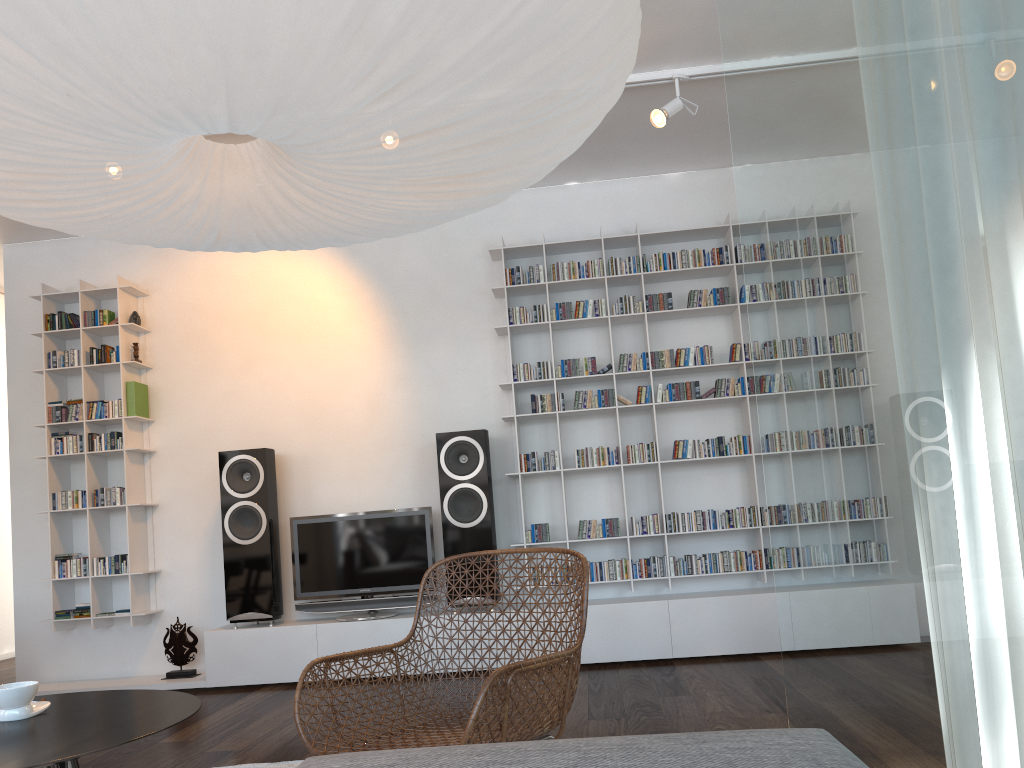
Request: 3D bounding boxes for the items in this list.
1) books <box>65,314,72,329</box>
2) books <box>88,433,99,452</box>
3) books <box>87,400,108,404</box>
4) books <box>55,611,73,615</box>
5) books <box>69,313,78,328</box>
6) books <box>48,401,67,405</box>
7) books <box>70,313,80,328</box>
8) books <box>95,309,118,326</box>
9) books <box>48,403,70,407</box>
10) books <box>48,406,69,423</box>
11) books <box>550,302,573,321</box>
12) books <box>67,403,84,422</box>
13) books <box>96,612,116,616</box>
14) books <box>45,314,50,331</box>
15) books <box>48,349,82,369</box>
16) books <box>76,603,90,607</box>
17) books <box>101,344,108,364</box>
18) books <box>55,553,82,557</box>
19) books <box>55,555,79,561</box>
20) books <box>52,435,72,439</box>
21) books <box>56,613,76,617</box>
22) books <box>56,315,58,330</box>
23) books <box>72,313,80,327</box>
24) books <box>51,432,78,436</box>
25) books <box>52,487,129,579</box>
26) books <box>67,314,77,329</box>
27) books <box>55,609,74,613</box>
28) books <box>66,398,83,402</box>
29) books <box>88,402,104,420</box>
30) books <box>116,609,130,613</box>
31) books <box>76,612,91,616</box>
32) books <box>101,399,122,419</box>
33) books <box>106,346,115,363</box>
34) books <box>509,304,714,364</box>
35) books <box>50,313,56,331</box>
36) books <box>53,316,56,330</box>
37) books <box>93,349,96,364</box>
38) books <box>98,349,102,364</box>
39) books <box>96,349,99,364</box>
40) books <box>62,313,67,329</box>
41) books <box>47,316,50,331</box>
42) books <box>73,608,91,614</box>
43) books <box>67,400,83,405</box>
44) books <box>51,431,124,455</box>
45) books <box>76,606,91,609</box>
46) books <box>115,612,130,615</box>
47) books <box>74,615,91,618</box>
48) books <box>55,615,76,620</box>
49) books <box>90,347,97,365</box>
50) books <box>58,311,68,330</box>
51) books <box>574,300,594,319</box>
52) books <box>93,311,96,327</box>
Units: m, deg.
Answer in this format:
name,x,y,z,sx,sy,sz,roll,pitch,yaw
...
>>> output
name,x,y,z,sx,sy,sz,roll,pitch,yaw
books,-2.653,-0.365,5.310,0.028,0.092,0.070,-5,-6,4
books,-2.485,0.351,5.257,0.029,0.115,0.075,-5,-6,4
books,-2.463,0.108,5.266,0.107,0.008,0.069,-5,-9,4
books,-2.610,1.338,5.177,0.092,0.015,0.070,-5,-9,4
books,-2.613,-0.372,5.307,0.057,0.098,0.069,-5,-6,4
books,-2.708,0.116,5.288,0.093,0.013,0.070,-6,-9,10
books,-2.604,-0.372,5.307,0.057,0.098,0.069,-5,-6,4
books,-2.406,-0.389,5.319,0.160,0.109,0.102,-5,-7,5
books,-2.710,0.131,5.290,0.092,0.013,0.070,-5,-9,4
books,-2.701,0.189,5.291,0.101,0.103,0.096,-5,-7,4
books,0.284,-0.405,5.074,0.132,0.103,0.100,-5,-7,3
books,-2.580,0.176,5.281,0.114,0.107,0.096,-5,-7,4
books,-2.364,1.350,5.191,0.111,0.012,0.094,-5,-9,4
books,-2.781,-0.361,5.323,0.016,0.106,0.069,-5,-6,4
books,-2.658,-0.144,5.322,0.222,0.112,0.109,-5,-7,5
books,-2.488,1.290,5.172,0.092,0.013,0.070,-5,-9,4
books,-2.419,-0.171,5.276,0.029,0.115,0.075,-5,-6,4
books,-2.624,1.012,5.239,0.111,0.012,0.094,-5,-9,4
books,-2.625,1.027,5.221,0.107,0.023,0.069,-5,-8,4
books,-2.678,0.320,5.300,0.111,0.012,0.094,-5,-9,4
books,-2.607,1.351,5.177,0.092,0.013,0.070,-5,-9,4
books,-2.715,-0.360,5.316,0.014,0.091,0.070,-5,-6,4
books,-2.595,-0.373,5.306,0.057,0.098,0.069,-5,-6,4
books,-2.682,0.305,5.305,0.111,0.022,0.096,-5,-9,4
books,-2.465,0.876,5.229,0.470,0.507,0.123,-5,-5,5
books,-2.630,-0.367,5.307,0.046,0.090,0.070,-5,-6,4
books,-2.605,1.328,5.179,0.107,0.009,0.069,-5,-9,4
books,-2.583,0.100,5.280,0.112,0.014,0.094,-5,-9,4
books,-2.465,0.166,5.268,0.088,0.107,0.096,-5,-7,4
books,-2.249,1.323,5.157,0.093,0.013,0.070,-6,-9,10
books,-2.484,1.340,5.167,0.092,0.013,0.070,-5,-9,4
books,-2.355,0.154,5.270,0.137,0.112,0.123,-5,-7,4
books,-2.395,-0.169,5.275,0.016,0.106,0.069,-5,-6,4
books,0.558,-0.266,5.040,1.124,0.428,0.102,-5,-5,5
books,-2.749,-0.364,5.316,0.023,0.106,0.069,-5,-6,4
books,-2.729,-0.358,5.316,0.014,0.091,0.070,-5,-6,4
books,-2.472,-0.154,5.279,0.014,0.091,0.070,-5,-6,4
books,-2.442,-0.158,5.275,0.020,0.092,0.070,-5,-6,4
books,-2.459,-0.155,5.277,0.014,0.091,0.070,-5,-6,4
books,-2.672,-0.368,5.311,0.019,0.098,0.075,-5,-6,4
books,-2.766,-0.355,5.319,0.014,0.091,0.070,-5,-6,4
books,-2.493,1.323,5.167,0.107,0.023,0.069,-5,-8,4
books,-2.583,0.113,5.270,0.107,0.017,0.069,-5,-9,4
books,-2.503,0.357,5.276,0.468,0.112,0.123,-5,-7,5
books,-2.487,1.304,5.170,0.092,0.013,0.070,-5,-9,4
books,-2.251,1.337,5.159,0.092,0.013,0.070,-5,-9,4
books,-2.490,1.357,5.169,0.107,0.016,0.069,-5,-9,4
books,-2.606,1.365,5.175,0.098,0.015,0.075,-5,-9,4
books,-2.491,-0.161,5.278,0.023,0.106,0.069,-5,-6,4
books,-2.696,-0.372,5.315,0.029,0.115,0.075,-5,-6,4
books,0.412,-0.417,5.063,0.118,0.107,0.090,-5,-6,4
books,-2.493,-0.380,5.310,0.012,0.107,0.069,-5,-6,4
